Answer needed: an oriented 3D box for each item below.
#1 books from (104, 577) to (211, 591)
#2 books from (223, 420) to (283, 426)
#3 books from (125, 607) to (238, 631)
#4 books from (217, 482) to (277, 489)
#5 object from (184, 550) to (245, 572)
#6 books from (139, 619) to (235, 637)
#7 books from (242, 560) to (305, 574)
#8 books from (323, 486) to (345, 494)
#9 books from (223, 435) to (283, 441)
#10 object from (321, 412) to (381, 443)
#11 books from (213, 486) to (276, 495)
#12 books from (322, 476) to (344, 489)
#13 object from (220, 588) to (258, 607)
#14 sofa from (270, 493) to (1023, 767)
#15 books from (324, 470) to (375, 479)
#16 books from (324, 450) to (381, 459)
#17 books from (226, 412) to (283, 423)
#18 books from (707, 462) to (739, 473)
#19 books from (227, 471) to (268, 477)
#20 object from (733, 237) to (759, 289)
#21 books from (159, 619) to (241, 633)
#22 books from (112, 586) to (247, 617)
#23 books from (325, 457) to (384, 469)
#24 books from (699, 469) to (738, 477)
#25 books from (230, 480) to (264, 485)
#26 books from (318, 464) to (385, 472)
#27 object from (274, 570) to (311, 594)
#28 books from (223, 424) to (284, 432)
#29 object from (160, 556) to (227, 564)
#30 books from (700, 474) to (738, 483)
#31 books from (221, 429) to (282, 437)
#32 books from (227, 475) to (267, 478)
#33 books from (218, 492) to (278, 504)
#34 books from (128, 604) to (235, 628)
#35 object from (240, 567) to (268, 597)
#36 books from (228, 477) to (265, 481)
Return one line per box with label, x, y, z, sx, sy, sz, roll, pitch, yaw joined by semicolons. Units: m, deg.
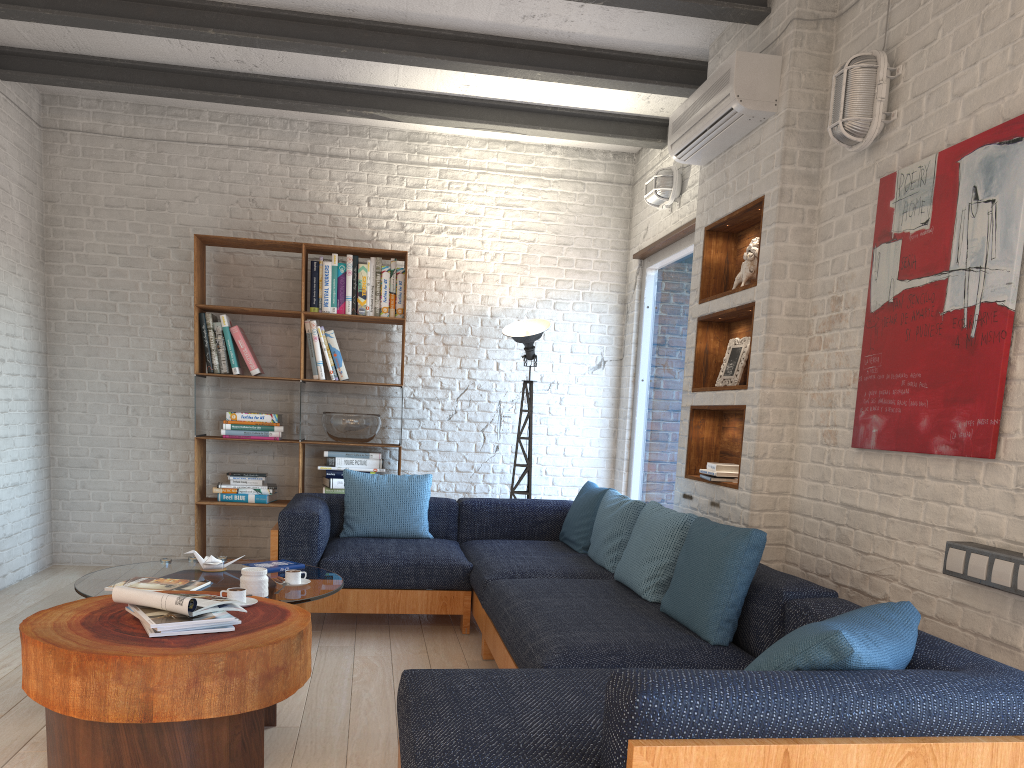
books;-1.422;0.813;3.514;0.318;0.011;0.250;3;-2;4
books;-1.724;0.261;5.824;0.356;0.021;0.269;3;-2;-11
books;-1.072;0.746;2.823;0.252;0.011;0.315;5;-3;-40
books;-1.781;0.685;5.868;0.380;0.018;0.241;4;-2;-17
object;-1.342;0.792;3.935;0.186;0.092;0.193;3;0;16
books;-1.065;0.768;2.830;0.253;0.011;0.314;4;-2;-30
books;-1.098;0.842;4.018;0.161;0.023;0.231;1;-2;39
books;-1.102;0.735;5.993;0.362;0.056;0.279;3;-2;-7
books;-1.727;0.355;5.831;0.356;0.021;0.269;3;-2;-9
object;-1.094;0.299;5.940;0.400;0.204;0.399;3;0;32
books;-1.800;0.712;5.880;0.380;0.037;0.241;3;-2;-9
books;-1.086;0.674;5.970;0.380;0.065;0.241;4;-2;-22
object;-0.992;0.764;3.139;0.147;0.056;0.173;3;-1;-20
sofa;-0.055;0.976;3.680;2.082;0.668;3.904;3;-2;-9
books;-1.108;0.611;5.946;0.327;0.056;0.252;3;-2;-14
books;-1.085;0.480;5.955;0.380;0.037;0.241;3;-2;-9
books;-1.714;0.223;5.817;0.327;0.056;0.252;3;-2;-7
books;1.022;0.402;4.184;0.132;0.034;0.204;3;-2;1
books;-1.777;0.606;5.867;0.252;0.017;0.160;3;-2;-9
object;1.100;-0.547;4.025;0.112;0.246;0.213;3;4;-1
books;-1.069;0.757;2.844;0.252;0.011;0.315;5;-3;-40
books;-1.094;0.723;2.887;0.320;0.110;0.271;3;-1;23
books;-1.084;0.532;5.968;0.380;0.065;0.241;3;-1;-15
books;1.020;0.428;4.181;0.171;0.019;0.234;3;-2;-7
books;-1.785;0.659;5.887;0.206;0.034;0.131;3;-1;-9
books;-1.092;0.574;5.955;0.445;0.021;0.269;3;-2;-9
object;-0.917;0.822;3.645;0.155;0.058;0.267;3;-2;-16
books;-1.720;0.289;5.809;0.380;0.037;0.241;3;-2;-16
object;-1.492;0.823;4.091;0.302;0.027;0.067;4;-1;-32
books;1.009;0.454;4.196;0.162;0.017;0.249;3;-2;1
books;-1.734;0.326;5.819;0.380;0.037;0.241;3;-2;-14
books;-1.782;0.619;5.881;0.243;0.008;0.154;3;-2;-9
books;-1.780;0.760;5.882;0.326;0.056;0.252;3;-2;1
books;-1.071;0.735;2.813;0.253;0.011;0.315;4;-3;-35
object;-1.017;0.783;3.438;0.108;0.110;0.106;3;3;7
books;-1.790;0.633;5.889;0.237;0.019;0.169;4;-2;-16
